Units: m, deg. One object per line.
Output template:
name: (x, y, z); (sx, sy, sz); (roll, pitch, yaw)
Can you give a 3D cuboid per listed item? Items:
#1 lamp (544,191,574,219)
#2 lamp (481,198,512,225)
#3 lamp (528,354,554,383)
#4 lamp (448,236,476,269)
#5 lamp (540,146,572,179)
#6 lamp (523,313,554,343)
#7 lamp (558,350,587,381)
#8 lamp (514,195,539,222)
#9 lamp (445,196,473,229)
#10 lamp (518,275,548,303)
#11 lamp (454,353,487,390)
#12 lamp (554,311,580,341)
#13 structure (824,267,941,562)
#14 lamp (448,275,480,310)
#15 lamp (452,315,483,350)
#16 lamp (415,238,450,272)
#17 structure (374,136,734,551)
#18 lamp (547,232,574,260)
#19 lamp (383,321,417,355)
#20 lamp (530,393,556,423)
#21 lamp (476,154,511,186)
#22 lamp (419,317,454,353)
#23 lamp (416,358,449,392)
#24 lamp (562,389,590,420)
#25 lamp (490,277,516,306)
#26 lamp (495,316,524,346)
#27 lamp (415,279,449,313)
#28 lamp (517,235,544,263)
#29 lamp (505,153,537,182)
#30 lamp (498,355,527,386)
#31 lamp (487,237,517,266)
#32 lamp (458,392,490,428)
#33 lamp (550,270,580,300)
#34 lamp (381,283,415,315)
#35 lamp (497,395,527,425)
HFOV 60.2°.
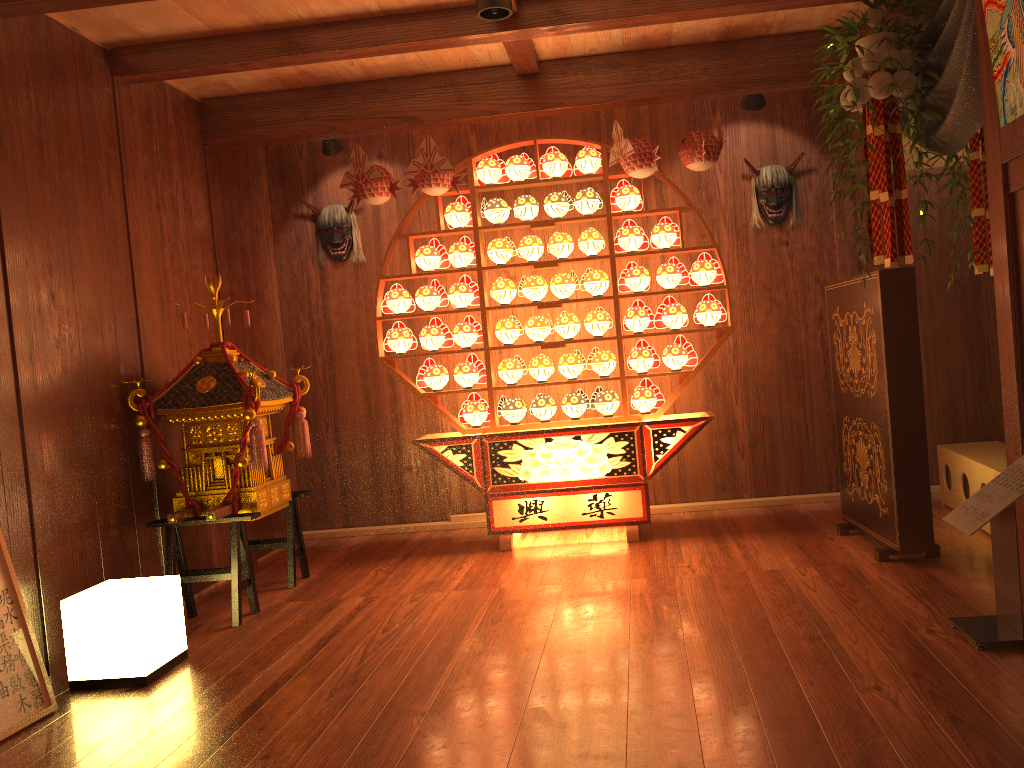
lamp: (0.237, -0.980, 4.842); (0.162, 0.167, 0.134); (-7, 3, -43)
lamp: (-0.074, -0.954, 4.872); (0.153, 0.167, 0.142); (-4, 2, 21)
lamp: (0.160, -0.086, 4.878); (0.138, 0.161, 0.158); (-5, 2, 7)
lamp: (-0.288, -0.729, 4.885); (0.185, 0.195, 0.160); (-4, 2, 21)
lamp: (0.234, -1.217, 4.826); (0.201, 0.200, 0.156); (-5, 2, -4)
lamp: (0.133, -0.305, 4.879); (0.160, 0.161, 0.136); (-6, 2, -19)
lamp: (0.319, -0.103, 4.869); (0.135, 0.167, 0.162); (-4, 2, 37)
lamp: (0.079, -0.964, 4.848); (0.140, 0.161, 0.156); (-5, 2, -3)
lamp: (-0.307, -0.950, 4.877); (0.196, 0.200, 0.160); (-4, 2, 21)
lamp: (0.134, -0.526, 4.868); (0.152, 0.161, 0.144); (-4, 2, 36)
lamp: (-0.260, -0.070, 4.908); (0.194, 0.200, 0.162); (-4, 2, 31)
lamp: (0.308, -0.323, 4.858); (0.141, 0.167, 0.155); (-5, 2, -8)
structure: (1.685, 0.126, 4.100); (0.270, 1.250, 0.802); (-5, 2, 4)
lamp: (-0.287, -0.510, 4.894); (0.196, 0.200, 0.160); (-4, 2, 21)
lamp: (-0.265, -0.287, 4.901); (0.178, 0.192, 0.160); (-4, 2, 21)
lamp: (-0.474, -0.716, 4.902); (0.194, 0.200, 0.162); (-4, 2, 31)
structure: (0.226, -0.245, 4.870); (1.950, 2.196, 0.492); (-5, 2, 5)
lamp: (0.272, -0.762, 4.843); (0.141, 0.167, 0.154); (-5, 2, -13)
lamp: (-0.626, -0.258, 4.929); (0.191, 0.195, 0.155); (-5, 2, -9)
lamp: (0.179, 0.132, 4.887); (0.141, 0.161, 0.154); (-5, 2, -13)
lamp: (-0.130, -1.186, 4.854); (0.197, 0.200, 0.160); (-4, 2, 16)
lamp: (-0.449, -0.276, 4.914); (0.197, 0.200, 0.160); (-4, 2, 16)
lamp: (-0.419, -0.054, 4.928); (0.192, 0.194, 0.152); (-6, 2, -34)
lamp: (0.338, 0.115, 4.877); (0.135, 0.167, 0.162); (-4, 2, 37)
lamp: (-0.043, -0.514, 4.873); (0.141, 0.167, 0.154); (-5, 2, -13)
lamp: (-0.029, -0.295, 4.884); (0.135, 0.167, 0.161); (-4, 2, 27)
lamp: (-0.475, -0.490, 4.911); (0.175, 0.191, 0.162); (-4, 2, 36)
lamp: (0.109, -0.745, 4.856); (0.141, 0.161, 0.154); (-5, 2, -13)
lamp: (0.023, -1.189, 4.847); (0.164, 0.179, 0.162); (-4, 2, 37)
lamp: (-0.013, -0.075, 4.895); (0.135, 0.167, 0.162); (-4, 2, 37)
lamp: (-0.072, -0.733, 4.872); (0.135, 0.167, 0.162); (-4, 2, 37)
lamp: (-0.206, 0.146, 4.917); (0.196, 0.197, 0.156); (-5, 2, -4)
lamp: (0.272, -0.541, 4.863); (0.161, 0.167, 0.135); (-6, 2, -29)
lamp: (-0.629, -0.475, 4.921); (0.192, 0.187, 0.154); (-5, 2, -14)
lamp: (0.017, 0.142, 4.904); (0.152, 0.167, 0.144); (-4, 2, 36)
